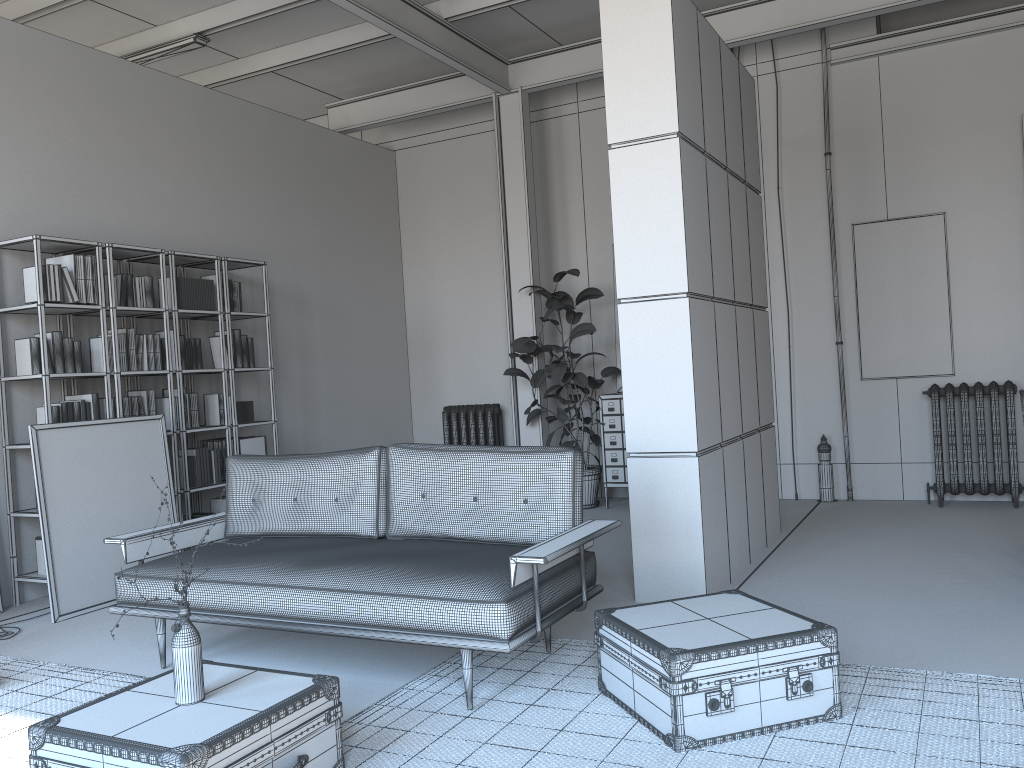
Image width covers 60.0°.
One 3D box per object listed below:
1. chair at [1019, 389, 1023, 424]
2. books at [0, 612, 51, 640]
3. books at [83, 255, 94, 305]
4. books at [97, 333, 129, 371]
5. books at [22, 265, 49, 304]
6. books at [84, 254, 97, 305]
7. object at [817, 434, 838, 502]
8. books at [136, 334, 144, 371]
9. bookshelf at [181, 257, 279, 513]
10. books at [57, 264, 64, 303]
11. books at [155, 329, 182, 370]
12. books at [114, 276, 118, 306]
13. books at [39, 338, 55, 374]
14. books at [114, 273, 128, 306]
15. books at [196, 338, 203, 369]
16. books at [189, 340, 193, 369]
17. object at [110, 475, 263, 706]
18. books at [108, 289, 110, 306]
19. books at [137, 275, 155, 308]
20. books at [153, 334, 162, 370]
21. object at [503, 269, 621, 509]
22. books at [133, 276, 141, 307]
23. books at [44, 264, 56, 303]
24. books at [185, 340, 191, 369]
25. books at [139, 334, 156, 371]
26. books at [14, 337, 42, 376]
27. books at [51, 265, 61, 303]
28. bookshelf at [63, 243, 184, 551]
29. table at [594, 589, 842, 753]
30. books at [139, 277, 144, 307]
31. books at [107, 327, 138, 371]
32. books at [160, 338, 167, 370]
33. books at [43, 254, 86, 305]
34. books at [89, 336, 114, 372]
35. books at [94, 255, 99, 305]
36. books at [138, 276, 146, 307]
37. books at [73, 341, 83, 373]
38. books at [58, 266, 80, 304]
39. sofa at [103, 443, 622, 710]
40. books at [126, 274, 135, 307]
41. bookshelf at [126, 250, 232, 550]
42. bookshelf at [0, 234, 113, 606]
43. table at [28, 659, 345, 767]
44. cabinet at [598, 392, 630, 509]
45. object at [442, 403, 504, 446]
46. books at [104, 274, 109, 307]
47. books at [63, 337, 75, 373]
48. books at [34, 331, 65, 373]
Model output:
[{"bbox_3d":[3.209,0.509,5.065,0.488,0.975,0.474,-3,1,27],"label":"chair"},{"bbox_3d":[-2.937,0.319,4.315,0.264,2.162,2.306,-3,1,5],"label":"books"},{"bbox_3d":[-2.832,-0.658,5.715,0.317,0.315,0.056,-3,1,27],"label":"books"},{"bbox_3d":[-2.678,-0.203,5.938,0.193,0.265,0.091,-3,1,27],"label":"books"},{"bbox_3d":[-2.902,-0.605,5.405,0.164,0.223,0.052,-3,1,27],"label":"books"},{"bbox_3d":[-2.798,-0.662,5.745,0.272,0.326,0.027,-3,1,27],"label":"books"},{"bbox_3d":[2.721,0.756,7.658,0.206,0.647,0.173,-4,1,-27],"label":"object"},{"bbox_3d":[-2.621,-0.207,6.094,0.193,0.267,0.084,-3,1,28],"label":"books"},{"bbox_3d":[-2.183,0.186,6.956,0.455,2.276,0.455,-3,1,27],"label":"bookshelf"},{"bbox_3d":[-2.848,-0.614,5.492,0.186,0.236,0.022,-3,1,27],"label":"books"},{"bbox_3d":[-2.482,-0.239,6.415,0.224,0.304,0.038,-3,1,27],"label":"books"},{"bbox_3d":[-2.718,-0.606,5.953,0.161,0.222,0.039,-3,1,27],"label":"books"},{"bbox_3d":[-2.928,-0.164,5.507,0.178,0.244,0.077,-3,1,28],"label":"books"},{"bbox_3d":[-2.676,-0.620,5.997,0.178,0.244,0.077,-3,1,26],"label":"books"},{"bbox_3d":[-2.405,-0.214,6.657,0.180,0.244,0.057,-3,1,27],"label":"books"},{"bbox_3d":[-2.422,-0.203,6.552,0.165,0.227,0.022,-3,1,27],"label":"books"},{"bbox_3d":[-0.995,0.622,2.722,0.443,0.709,0.194,-4,1,-22],"label":"object"},{"bbox_3d":[-2.731,-0.606,5.927,0.168,0.224,0.019,-3,1,27],"label":"books"},{"bbox_3d":[-2.592,-0.628,6.204,0.178,0.242,0.083,-3,1,27],"label":"books"},{"bbox_3d":[-2.551,-0.213,6.211,0.193,0.265,0.062,-3,1,27],"label":"books"},{"bbox_3d":[0.465,0.055,8.057,0.868,2.157,1.270,-3,1,28],"label":"object"},{"bbox_3d":[-2.640,-0.615,6.106,0.196,0.229,0.035,-3,1,27],"label":"books"},{"bbox_3d":[-2.874,-0.609,5.440,0.179,0.231,0.032,-3,1,27],"label":"books"},{"bbox_3d":[-2.432,-0.202,6.532,0.165,0.227,0.022,-3,1,27],"label":"books"},{"bbox_3d":[-2.570,-0.212,6.149,0.193,0.265,0.062,-3,1,27],"label":"books"},{"bbox_3d":[-2.975,-0.162,5.458,0.178,0.242,0.057,-3,1,27],"label":"books"},{"bbox_3d":[-2.860,-0.611,5.468,0.179,0.231,0.032,-3,1,27],"label":"books"},{"bbox_3d":[-2.643,0.223,6.060,0.455,2.276,0.455,-3,1,27],"label":"bookshelf"},{"bbox_3d":[0.750,1.022,3.261,0.706,0.330,0.667,-4,1,-18],"label":"table"},{"bbox_3d":[-2.627,-0.618,6.132,0.187,0.232,0.023,-3,1,27],"label":"books"},{"bbox_3d":[-2.656,-0.226,6.028,0.222,0.303,0.071,-3,1,27],"label":"books"},{"bbox_3d":[-2.544,-0.203,6.385,0.180,0.244,0.057,-3,1,27],"label":"books"},{"bbox_3d":[-2.860,-0.655,5.659,0.319,0.318,0.068,-3,1,27],"label":"books"},{"bbox_3d":[-2.717,-0.189,5.866,0.178,0.244,0.057,-3,1,27],"label":"books"},{"bbox_3d":[-2.792,-0.662,5.782,0.303,0.326,0.033,-3,1,27],"label":"books"},{"bbox_3d":[-2.616,-0.622,6.154,0.180,0.238,0.027,-3,1,27],"label":"books"},{"bbox_3d":[-2.840,-0.163,5.715,0.164,0.223,0.052,-3,1,27],"label":"books"},{"bbox_3d":[-2.818,-0.611,5.547,0.184,0.229,0.107,-3,1,27],"label":"books"},{"bbox_3d":[-0.738,0.777,4.046,2.347,0.948,0.952,-3,1,27],"label":"sofa"},{"bbox_3d":[-2.663,-0.623,6.064,0.178,0.242,0.057,-3,1,27],"label":"books"},{"bbox_3d":[-2.413,0.204,6.520,0.455,2.276,0.455,-3,1,27],"label":"bookshelf"},{"bbox_3d":[-2.883,0.242,5.633,0.455,2.276,0.455,-3,1,27],"label":"bookshelf"},{"bbox_3d":[-0.958,1.133,2.713,0.706,0.330,0.667,-3,1,27],"label":"table"},{"bbox_3d":[1.303,0.580,8.049,0.796,1.026,0.668,-3,1,27],"label":"cabinet"},{"bbox_3d":[-0.381,0.711,9.089,0.733,1.007,0.328,-3,1,27],"label":"object"},{"bbox_3d":[-2.756,-0.610,5.904,0.173,0.231,0.029,-3,1,27],"label":"books"},{"bbox_3d":[-2.877,-0.170,5.650,0.178,0.242,0.083,-3,1,27],"label":"books"},{"bbox_3d":[-2.899,-0.187,5.568,0.204,0.278,0.065,-3,1,27],"label":"books"}]
